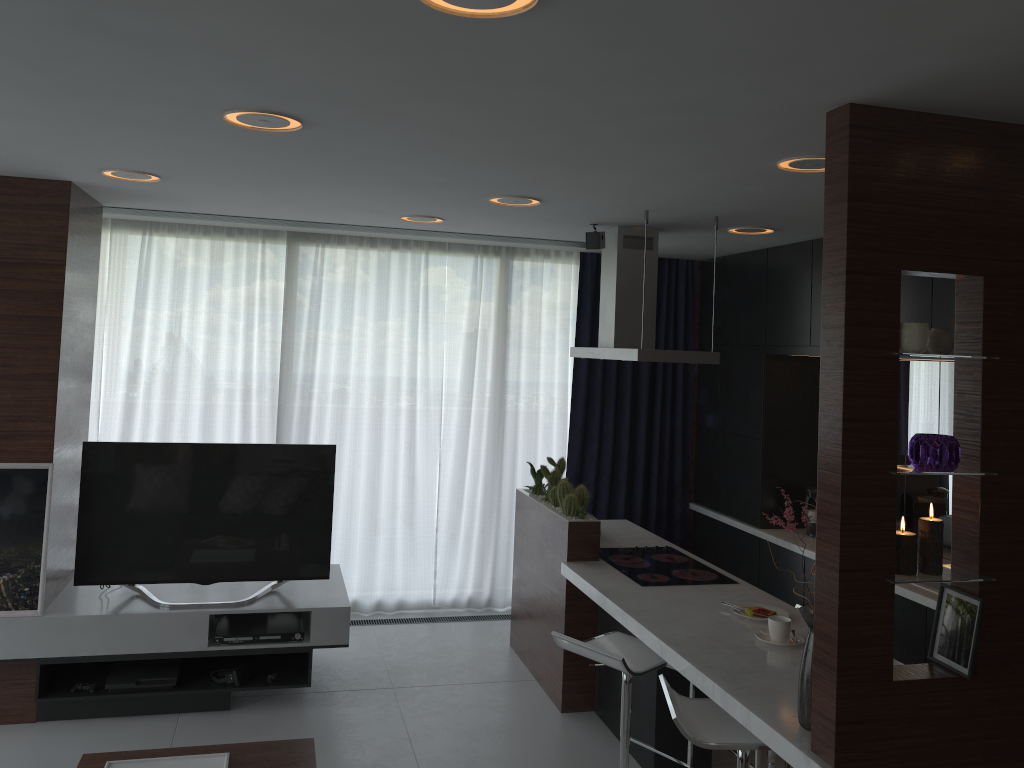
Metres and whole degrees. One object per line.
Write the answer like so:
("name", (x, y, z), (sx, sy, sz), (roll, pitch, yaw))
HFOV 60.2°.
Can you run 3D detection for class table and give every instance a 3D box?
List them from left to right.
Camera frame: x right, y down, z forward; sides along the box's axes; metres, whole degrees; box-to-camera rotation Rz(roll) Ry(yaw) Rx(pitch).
("table", (-1.037, 1.506, 2.832), (0.799, 0.353, 0.805), (2, 2, -15))

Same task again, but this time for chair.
("chair", (0.430, 1.359, 3.555), (0.462, 0.711, 0.396), (4, -2, -42))
("chair", (0.728, 1.397, 2.927), (0.464, 0.711, 0.395), (2, -2, 3))
("chair", (1.127, 1.366, 3.707), (0.463, 0.743, 0.395), (3, -2, -19))

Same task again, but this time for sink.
("sink", (2.247, 0.964, 4.298), (0.503, 0.494, 0.853), (2, 1, -15))

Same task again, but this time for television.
("television", (-1.545, 0.695, 4.515), (1.229, 0.789, 0.297), (2, -2, -15))

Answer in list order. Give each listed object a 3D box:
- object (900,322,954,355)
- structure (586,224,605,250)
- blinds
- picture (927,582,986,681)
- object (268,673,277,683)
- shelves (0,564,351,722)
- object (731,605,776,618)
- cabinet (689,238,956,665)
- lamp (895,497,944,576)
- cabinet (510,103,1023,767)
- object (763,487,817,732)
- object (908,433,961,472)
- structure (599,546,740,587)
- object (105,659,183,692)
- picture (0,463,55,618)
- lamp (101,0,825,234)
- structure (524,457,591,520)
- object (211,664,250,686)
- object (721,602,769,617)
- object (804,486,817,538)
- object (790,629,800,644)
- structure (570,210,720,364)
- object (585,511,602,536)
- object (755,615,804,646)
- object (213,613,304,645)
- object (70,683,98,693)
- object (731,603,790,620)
("object", (1.173, -0.126, 2.496), (0.217, 0.086, 0.088), (1, 0, -32))
("structure", (0.471, -0.825, 4.981), (0.084, 0.143, 0.114), (2, -1, 25))
("blinds", (-0.761, 0.316, 2.609), (5.793, 2.779, 7.135), (2, 2, -11))
("picture", (1.263, 0.700, 2.514), (0.051, 0.222, 0.175), (3, -1, -11))
("object", (-1.190, 1.462, 4.389), (0.044, 0.043, 0.043), (2, 0, -14))
("shelves", (-2.069, 1.316, 4.565), (2.346, 0.501, 0.873), (2, 1, -15))
("object", (1.571, 0.854, 4.370), (0.140, 0.222, 1.874), (1, 1, 40))
("cabinet", (2.107, 0.451, 4.917), (0.705, 2.559, 3.478), (3, 0, -15))
("lamp", (1.140, 0.427, 2.493), (0.153, 0.211, 0.077), (2, -2, -3))
("cabinet", (0.809, 0.434, 4.039), (0.785, 2.557, 3.334), (3, 0, -15))
("object", (0.876, 0.641, 2.653), (0.387, 0.737, 0.198), (3, -3, -33))
("object", (1.194, 0.193, 2.498), (0.135, 0.098, 0.132), (3, 1, 25))
("structure", (0.745, 0.937, 4.522), (0.504, 0.057, 0.764), (2, 2, -15))
("object", (-1.802, 1.426, 4.345), (0.314, 0.067, 0.314), (2, 2, -15))
("picture", (-2.414, 0.718, 4.077), (0.499, 0.703, 0.053), (3, -3, -15))
("lamp", (2.145, -0.734, 3.571), (9.567, 0.084, 5.350), (1, 3, -28))
("structure", (0.241, 0.560, 5.051), (0.222, 0.286, 1.000), (3, 2, -12))
("object", (-1.410, 1.437, 4.393), (0.184, 0.079, 0.116), (3, 1, 15))
("object", (0.993, 0.952, 3.725), (0.249, 0.008, 0.026), (5, 3, 44))
("object", (1.928, 0.785, 5.431), (0.269, 0.313, 0.215), (3, -1, -30))
("object", (1.081, 0.973, 3.394), (0.036, 0.012, 0.165), (3, 2, 10))
("structure", (0.713, -0.509, 4.923), (0.446, 0.761, 1.044), (3, 0, -15))
("object", (0.379, 0.808, 5.299), (0.221, 0.145, 0.344), (2, 2, -15))
("object", (1.025, 0.943, 3.382), (0.181, 0.087, 0.182), (1, 2, -38))
("object", (-1.284, 1.247, 4.500), (0.430, 0.053, 0.335), (2, 2, -15))
("object", (-2.028, 1.439, 4.197), (0.112, 0.036, 0.070), (2, 1, -2))
("object", (1.042, 0.965, 3.716), (0.238, 0.019, 0.239), (0, 3, -43))
